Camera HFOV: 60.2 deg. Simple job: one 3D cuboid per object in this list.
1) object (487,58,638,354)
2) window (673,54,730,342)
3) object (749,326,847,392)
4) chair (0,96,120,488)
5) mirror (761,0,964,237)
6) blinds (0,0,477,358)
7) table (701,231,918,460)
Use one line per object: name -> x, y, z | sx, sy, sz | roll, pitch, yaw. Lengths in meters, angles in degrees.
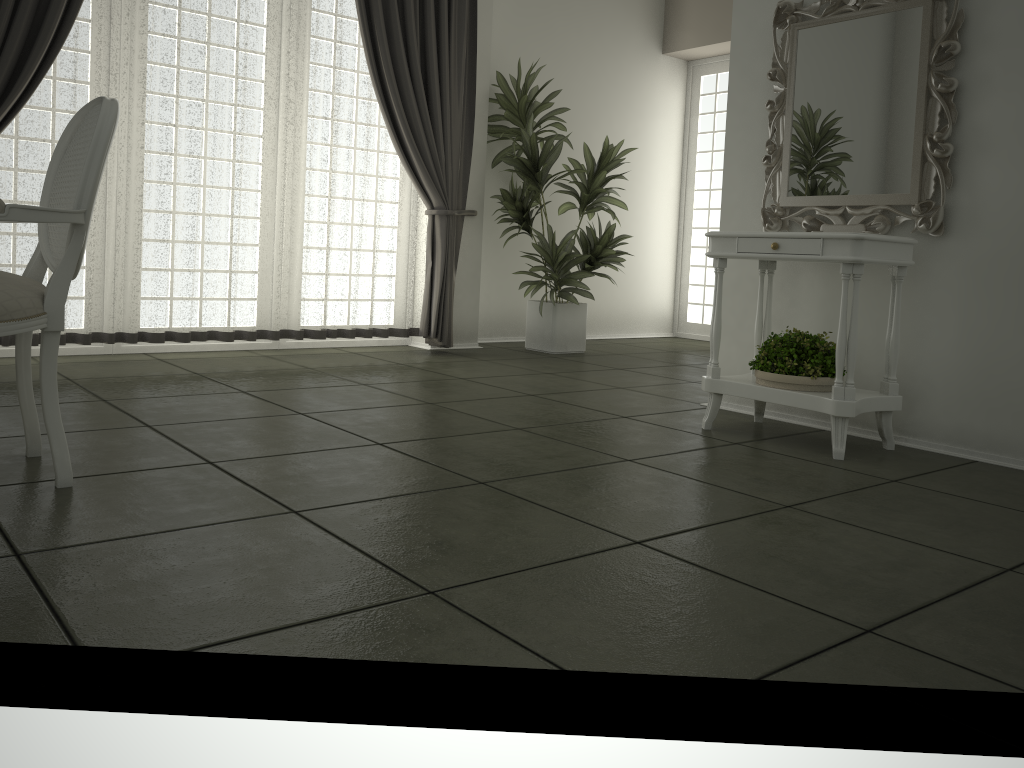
object -> 0.360, -1.287, 6.366 | 1.161, 2.085, 1.046 | 1, 4, -21
window -> 1.864, -1.605, 7.668 | 0.058, 2.488, 1.006 | 0, 4, -39
object -> 1.132, -0.110, 3.473 | 0.374, 0.230, 0.349 | -4, 9, -43
chair -> -1.439, -0.273, 2.350 | 0.690, 1.058, 0.599 | -1, 5, -39
mirror -> 1.394, -1.209, 3.596 | 0.082, 1.202, 0.843 | 0, 5, -39
blinds -> -1.648, -1.447, 5.050 | 3.663, 2.588, 0.664 | -2, 6, -39
table -> 1.129, -0.183, 3.463 | 0.433, 0.801, 0.703 | -1, 6, -39
